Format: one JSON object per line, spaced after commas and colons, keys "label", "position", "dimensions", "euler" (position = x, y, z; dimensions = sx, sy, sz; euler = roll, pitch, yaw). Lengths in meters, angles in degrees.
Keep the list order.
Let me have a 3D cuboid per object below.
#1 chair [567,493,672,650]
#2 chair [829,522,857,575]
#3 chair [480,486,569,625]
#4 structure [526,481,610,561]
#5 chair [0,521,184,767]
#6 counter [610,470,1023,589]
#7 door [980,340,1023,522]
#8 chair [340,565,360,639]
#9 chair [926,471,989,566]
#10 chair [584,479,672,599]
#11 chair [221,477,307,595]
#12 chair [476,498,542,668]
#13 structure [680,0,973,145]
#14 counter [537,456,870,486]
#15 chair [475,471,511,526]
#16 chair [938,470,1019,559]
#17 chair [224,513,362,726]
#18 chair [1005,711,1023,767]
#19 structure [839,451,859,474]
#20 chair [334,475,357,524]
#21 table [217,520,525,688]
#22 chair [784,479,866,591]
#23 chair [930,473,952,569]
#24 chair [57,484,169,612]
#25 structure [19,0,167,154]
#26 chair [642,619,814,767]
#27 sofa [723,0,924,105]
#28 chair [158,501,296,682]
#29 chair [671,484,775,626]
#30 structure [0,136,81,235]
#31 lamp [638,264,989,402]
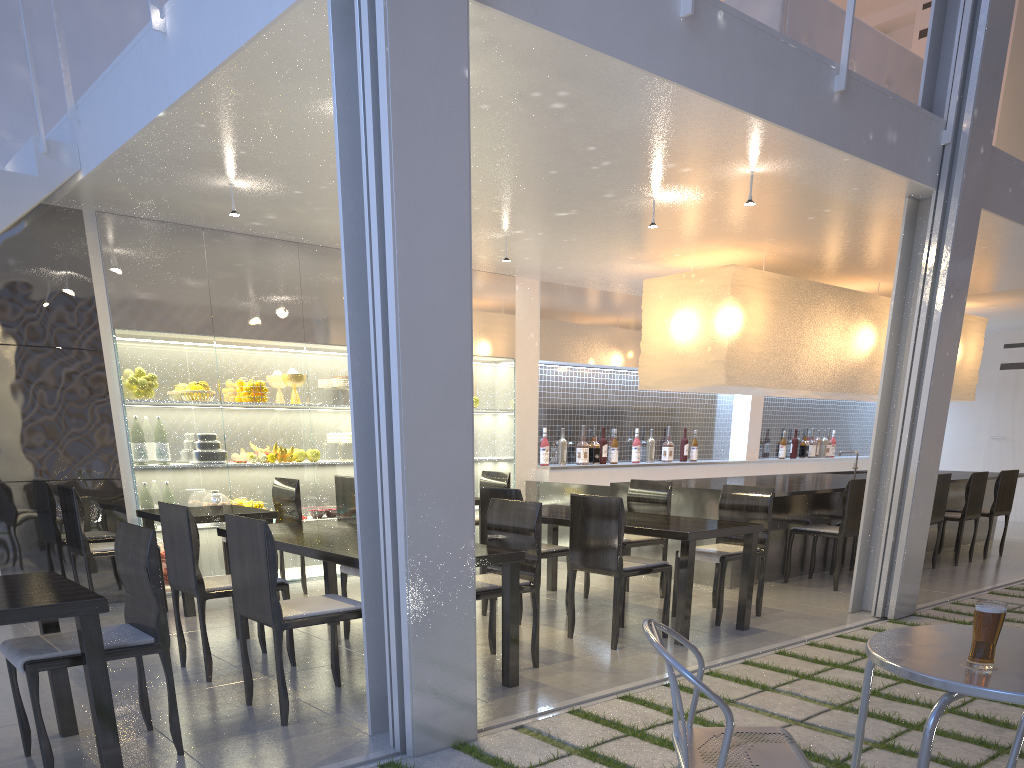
{"label": "chair", "position": [0.315, 0.531, 2.371], "dimensions": [0.231, 0.469, 0.181], "euler": [-10, 17, -38]}
{"label": "chair", "position": [1.509, 0.599, 3.448], "dimensions": [0.184, 0.469, 0.228], "euler": [-13, 18, -41]}
{"label": "chair", "position": [0.051, 0.548, 2.667], "dimensions": [0.231, 0.469, 0.181], "euler": [-10, 17, -38]}
{"label": "structure", "position": [0.249, 0.645, 3.823], "dimensions": [0.011, 0.392, 0.537], "euler": [-15, 13, -41]}
{"label": "chair", "position": [-0.764, 0.474, 1.473], "dimensions": [0.231, 0.469, 0.181], "euler": [-10, 17, -38]}
{"label": "counter", "position": [1.652, 0.660, 4.094], "dimensions": [2.474, 0.399, 0.788], "euler": [2, -1, -39]}
{"label": "door", "position": [1.068, 0.248, 4.325], "dimensions": [5.477, 1.293, 0.442], "euler": [1, 13, -27]}
{"label": "chair", "position": [-0.345, 0.528, 2.350], "dimensions": [0.231, 0.469, 0.181], "euler": [-10, 17, -38]}
{"label": "chair", "position": [2.033, 0.626, 3.858], "dimensions": [0.184, 0.469, 0.229], "euler": [-13, 18, -42]}
{"label": "chair", "position": [0.411, 0.566, 2.955], "dimensions": [0.231, 0.469, 0.181], "euler": [-10, 17, -38]}
{"label": "chair", "position": [-0.915, 0.566, 3.009], "dimensions": [0.231, 0.469, 0.181], "euler": [-10, 17, -38]}
{"label": "chair", "position": [-0.080, 0.511, 2.054], "dimensions": [0.231, 0.469, 0.181], "euler": [-10, 17, -38]}
{"label": "structure", "position": [0.552, -0.990, 1.666], "dimensions": [1.669, 0.600, 0.026], "euler": [1, 13, -38]}
{"label": "counter", "position": [1.500, 0.703, 5.189], "dimensions": [3.572, 0.472, 0.219], "euler": [3, 9, -39]}
{"label": "chair", "position": [-0.160, 0.604, 3.614], "dimensions": [0.231, 0.469, 0.181], "euler": [-10, 17, -38]}
{"label": "chair", "position": [2.294, 0.639, 4.063], "dimensions": [0.185, 0.469, 0.227], "euler": [-11, 17, -38]}
{"label": "chair", "position": [-0.440, 0.492, 1.766], "dimensions": [0.231, 0.469, 0.181], "euler": [-10, 17, -38]}
{"label": "chair", "position": [0.895, 0.485, 1.167], "dimensions": [0.240, 0.407, 0.250], "euler": [-10, 15, -39]}
{"label": "structure", "position": [1.790, 0.419, 4.395], "dimensions": [0.033, 0.132, 0.108], "euler": [-14, 16, -41]}
{"label": "chair", "position": [-0.546, 0.585, 3.305], "dimensions": [0.231, 0.469, 0.181], "euler": [-10, 17, -38]}
{"label": "table", "position": [-0.400, 0.563, 2.139], "dimensions": [0.343, 0.348, 0.887], "euler": [-6, 4, -41]}
{"label": "chair", "position": [1.247, 0.586, 3.244], "dimensions": [0.185, 0.469, 0.227], "euler": [-11, 17, -38]}
{"label": "chair", "position": [1.762, 0.613, 3.664], "dimensions": [0.229, 0.469, 0.183], "euler": [12, 18, 43]}
{"label": "chair", "position": [-1.301, 0.546, 2.700], "dimensions": [0.231, 0.469, 0.181], "euler": [-10, 17, -38]}
{"label": "structure", "position": [-1.281, -0.402, 1.366], "dimensions": [1.406, 1.915, 1.302], "euler": [-8, 13, -39]}
{"label": "chair", "position": [0.274, 0.473, 0.995], "dimensions": [0.249, 0.407, 0.241], "euler": [1, 11, 5]}
{"label": "sofa", "position": [0.944, -0.880, 2.735], "dimensions": [0.966, 0.394, 0.481], "euler": [0, 4, -39]}
{"label": "chair", "position": [-0.705, 0.509, 2.062], "dimensions": [0.231, 0.469, 0.181], "euler": [-10, 17, -38]}
{"label": "chair", "position": [0.675, 0.549, 2.658], "dimensions": [0.231, 0.469, 0.181], "euler": [-10, 17, -38]}
{"label": "structure", "position": [-0.832, -0.982, 1.766], "dimensions": [3.577, 3.557, 1.635], "euler": [-5, 14, -38]}
{"label": "lamp", "position": [1.550, -0.165, 3.957], "dimensions": [2.265, 0.457, 0.429], "euler": [2, 5, -39]}
